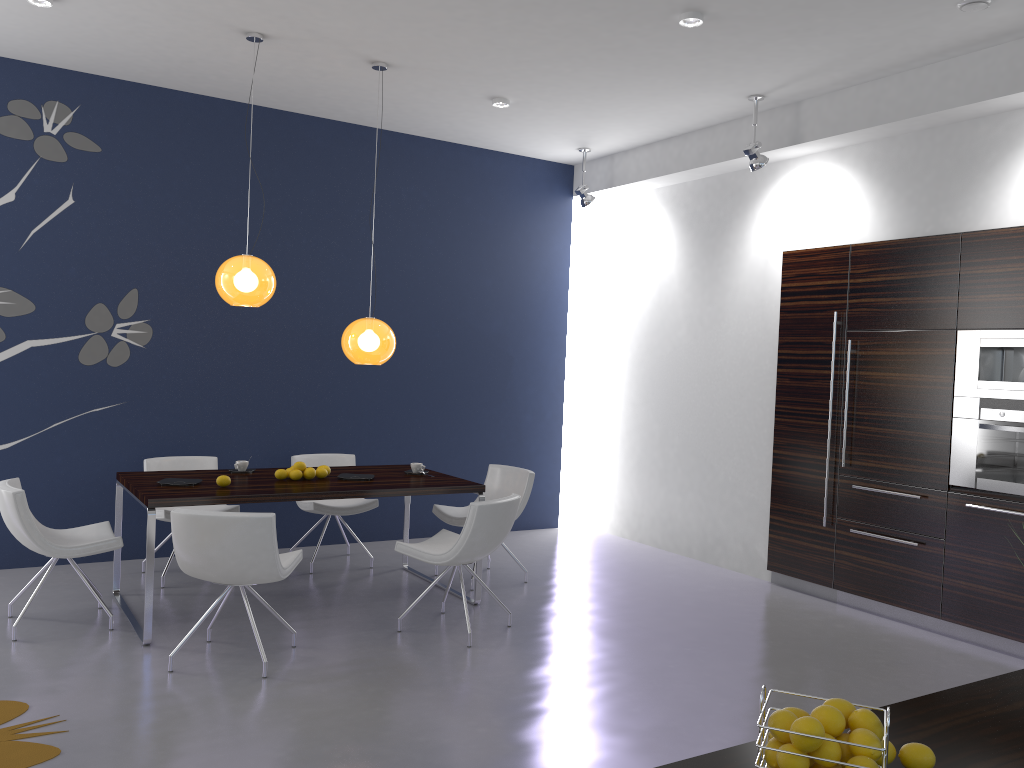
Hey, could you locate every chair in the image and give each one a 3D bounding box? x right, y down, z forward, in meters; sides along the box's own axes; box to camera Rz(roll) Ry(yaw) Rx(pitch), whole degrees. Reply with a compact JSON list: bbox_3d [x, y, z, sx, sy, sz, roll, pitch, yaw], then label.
[{"bbox_3d":[-0.192,1.016,6.453,0.620,0.805,0.508,1,2,-37],"label":"chair"},{"bbox_3d":[-0.296,1.040,5.197,0.620,0.805,0.508,3,2,28],"label":"chair"},{"bbox_3d":[-2.553,0.949,4.981,0.620,0.805,0.508,2,2,-32],"label":"chair"},{"bbox_3d":[-1.370,0.959,6.728,0.508,0.805,0.620,2,2,-32],"label":"chair"},{"bbox_3d":[-2.253,0.934,6.178,0.508,0.805,0.620,1,2,-37],"label":"chair"},{"bbox_3d":[-1.404,1.009,4.519,0.508,0.805,0.620,3,1,3],"label":"chair"}]

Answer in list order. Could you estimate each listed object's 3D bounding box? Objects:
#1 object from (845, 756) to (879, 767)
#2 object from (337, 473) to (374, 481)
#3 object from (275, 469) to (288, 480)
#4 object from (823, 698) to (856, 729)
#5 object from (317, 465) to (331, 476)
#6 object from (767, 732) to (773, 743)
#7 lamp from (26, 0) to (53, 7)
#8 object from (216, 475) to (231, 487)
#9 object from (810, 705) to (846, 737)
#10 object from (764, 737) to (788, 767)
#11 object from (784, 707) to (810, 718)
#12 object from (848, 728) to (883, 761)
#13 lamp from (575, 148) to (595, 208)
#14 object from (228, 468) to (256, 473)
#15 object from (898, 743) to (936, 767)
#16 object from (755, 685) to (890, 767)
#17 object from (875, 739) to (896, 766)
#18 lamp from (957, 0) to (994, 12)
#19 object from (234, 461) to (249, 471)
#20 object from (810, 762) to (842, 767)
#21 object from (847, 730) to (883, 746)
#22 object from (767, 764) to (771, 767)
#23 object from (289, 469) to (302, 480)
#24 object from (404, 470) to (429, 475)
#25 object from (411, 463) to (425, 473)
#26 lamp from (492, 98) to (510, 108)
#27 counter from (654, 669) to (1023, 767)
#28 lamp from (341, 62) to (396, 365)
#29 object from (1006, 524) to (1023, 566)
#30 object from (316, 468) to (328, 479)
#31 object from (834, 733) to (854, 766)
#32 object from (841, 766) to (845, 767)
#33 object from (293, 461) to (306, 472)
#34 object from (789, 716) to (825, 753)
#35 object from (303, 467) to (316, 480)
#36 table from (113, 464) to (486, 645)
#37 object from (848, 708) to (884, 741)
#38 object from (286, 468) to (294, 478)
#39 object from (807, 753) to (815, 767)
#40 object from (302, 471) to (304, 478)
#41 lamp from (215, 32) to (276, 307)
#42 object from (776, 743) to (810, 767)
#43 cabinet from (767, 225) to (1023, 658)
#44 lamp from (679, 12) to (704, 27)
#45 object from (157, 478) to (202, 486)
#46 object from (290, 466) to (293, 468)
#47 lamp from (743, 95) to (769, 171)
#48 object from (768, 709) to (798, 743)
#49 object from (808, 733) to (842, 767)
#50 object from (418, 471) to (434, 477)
[{"bbox_3d":[0.570,0.630,1.438,0.053,0.055,0.060,3,1,11],"label":"object"},{"bbox_3d":[-1.016,0.608,5.776,0.232,0.020,0.232,2,1,-3],"label":"object"},{"bbox_3d":[-1.448,0.568,5.569,0.083,0.068,0.070,2,2,-28],"label":"object"},{"bbox_3d":[0.579,0.583,1.568,0.063,0.051,0.053,3,1,16],"label":"object"},{"bbox_3d":[-1.230,0.568,5.786,0.094,0.077,0.079,3,2,32],"label":"object"},{"bbox_3d":[0.489,0.648,1.604,0.052,0.054,0.061,3,2,35],"label":"object"},{"bbox_3d":[-2.626,-2.138,4.932,0.132,0.035,0.132,2,2,-32],"label":"lamp"},{"bbox_3d":[-1.682,0.567,5.175,0.083,0.068,0.070,2,2,-28],"label":"object"},{"bbox_3d":[0.541,0.579,1.522,0.051,0.053,0.063,2,2,-30],"label":"object"},{"bbox_3d":[0.466,0.641,1.539,0.051,0.055,0.061,3,2,37],"label":"object"},{"bbox_3d":[0.505,0.603,1.580,0.061,0.052,0.053,2,1,-19],"label":"object"},{"bbox_3d":[0.588,0.602,1.476,0.053,0.051,0.063,3,1,14],"label":"object"},{"bbox_3d":[0.658,-1.827,7.899,0.185,0.511,0.150,2,2,-32],"label":"lamp"},{"bbox_3d":[-1.780,0.573,5.844,0.154,0.020,0.154,3,1,13],"label":"object"},{"bbox_3d":[0.748,0.691,1.639,0.063,0.051,0.053,3,1,27],"label":"object"},{"bbox_3d":[0.531,0.622,1.518,0.207,0.174,0.189,3,1,23],"label":"object"},{"bbox_3d":[0.687,0.688,1.658,0.063,0.051,0.053,2,2,-28],"label":"object"},{"bbox_3d":[2.559,-1.667,4.509,0.605,0.511,0.171,2,1,0],"label":"lamp"},{"bbox_3d":[-1.777,0.542,5.833,0.081,0.064,0.101,2,1,-7],"label":"object"},{"bbox_3d":[0.540,0.673,1.532,0.057,0.060,0.052,2,1,-26],"label":"object"},{"bbox_3d":[0.616,0.628,1.553,0.063,0.051,0.053,3,1,27],"label":"object"},{"bbox_3d":[0.478,0.677,1.565,0.051,0.053,0.063,2,1,-24],"label":"object"},{"bbox_3d":[-1.359,0.571,5.574,0.083,0.068,0.070,3,1,27],"label":"object"},{"bbox_3d":[-0.664,0.614,6.145,0.154,0.020,0.154,3,1,14],"label":"object"},{"bbox_3d":[-0.652,0.583,6.145,0.101,0.064,0.081,2,1,-6],"label":"object"},{"bbox_3d":[-0.080,-2.066,6.517,0.132,0.035,0.132,3,1,15],"label":"lamp"},{"bbox_3d":[1.721,0.959,1.766,3.291,1.300,1.302,2,2,-32],"label":"counter"},{"bbox_3d":[-0.911,-1.114,5.846,0.359,1.974,0.358,2,1,-27],"label":"lamp"},{"bbox_3d":[1.054,0.477,1.683,0.247,0.502,0.269,3,1,11],"label":"object"},{"bbox_3d":[-1.226,0.574,5.702,0.083,0.068,0.070,2,2,-28],"label":"object"},{"bbox_3d":[0.572,0.626,1.516,0.064,0.053,0.051,2,2,-29],"label":"object"},{"bbox_3d":[0.595,0.674,1.562,0.060,0.057,0.052,2,2,-30],"label":"object"},{"bbox_3d":[-1.345,0.525,5.625,0.083,0.068,0.070,2,2,-28],"label":"object"},{"bbox_3d":[0.488,0.580,1.467,0.050,0.060,0.059,2,2,-32],"label":"object"},{"bbox_3d":[-1.283,0.568,5.624,0.076,0.080,0.094,2,2,-30],"label":"object"},{"bbox_3d":[-1.350,0.995,5.671,2.046,0.783,1.127,2,2,-32],"label":"table"},{"bbox_3d":[0.609,0.589,1.525,0.052,0.060,0.057,1,2,-44],"label":"object"},{"bbox_3d":[-1.404,0.568,5.646,0.083,0.068,0.070,3,1,27],"label":"object"},{"bbox_3d":[0.497,0.639,1.535,0.051,0.053,0.062,2,1,-24],"label":"object"},{"bbox_3d":[-1.334,0.568,5.690,0.069,0.071,0.081,3,2,35],"label":"object"},{"bbox_3d":[-1.598,-1.298,5.407,0.358,1.645,0.359,2,1,-21],"label":"lamp"},{"bbox_3d":[0.469,0.628,1.479,0.053,0.054,0.061,3,1,14],"label":"object"},{"bbox_3d":[3.162,0.338,5.289,0.669,2.500,3.600,2,2,-32],"label":"cabinet"},{"bbox_3d":[0.974,-1.981,4.820,0.132,0.035,0.132,3,1,11],"label":"lamp"},{"bbox_3d":[-1.958,0.580,5.227,0.232,0.020,0.232,2,1,-3],"label":"object"},{"bbox_3d":[-1.402,0.561,5.734,0.079,0.077,0.094,3,1,12],"label":"object"},{"bbox_3d":[1.713,-1.742,6.202,0.185,0.511,0.150,2,2,-32],"label":"lamp"},{"bbox_3d":[0.471,0.591,1.533,0.051,0.053,0.063,2,1,-19],"label":"object"},{"bbox_3d":[0.522,0.611,1.484,0.055,0.051,0.061,1,2,-38],"label":"object"},{"bbox_3d":[-0.587,0.612,6.061,0.155,0.028,0.032,4,2,39],"label":"object"}]
